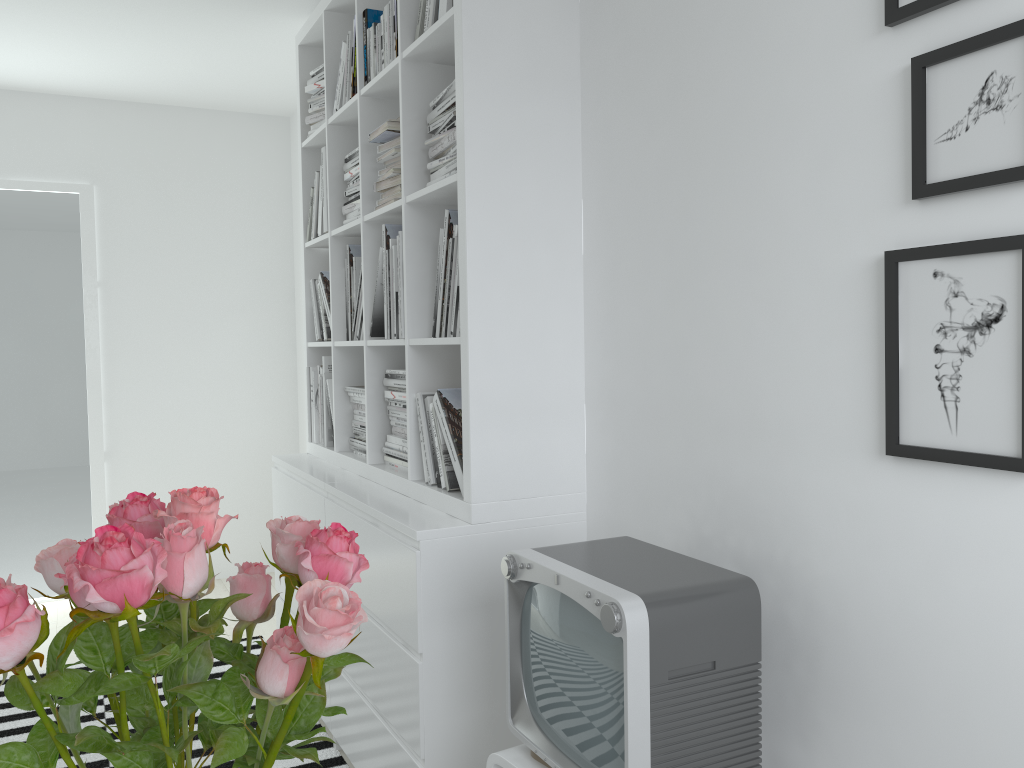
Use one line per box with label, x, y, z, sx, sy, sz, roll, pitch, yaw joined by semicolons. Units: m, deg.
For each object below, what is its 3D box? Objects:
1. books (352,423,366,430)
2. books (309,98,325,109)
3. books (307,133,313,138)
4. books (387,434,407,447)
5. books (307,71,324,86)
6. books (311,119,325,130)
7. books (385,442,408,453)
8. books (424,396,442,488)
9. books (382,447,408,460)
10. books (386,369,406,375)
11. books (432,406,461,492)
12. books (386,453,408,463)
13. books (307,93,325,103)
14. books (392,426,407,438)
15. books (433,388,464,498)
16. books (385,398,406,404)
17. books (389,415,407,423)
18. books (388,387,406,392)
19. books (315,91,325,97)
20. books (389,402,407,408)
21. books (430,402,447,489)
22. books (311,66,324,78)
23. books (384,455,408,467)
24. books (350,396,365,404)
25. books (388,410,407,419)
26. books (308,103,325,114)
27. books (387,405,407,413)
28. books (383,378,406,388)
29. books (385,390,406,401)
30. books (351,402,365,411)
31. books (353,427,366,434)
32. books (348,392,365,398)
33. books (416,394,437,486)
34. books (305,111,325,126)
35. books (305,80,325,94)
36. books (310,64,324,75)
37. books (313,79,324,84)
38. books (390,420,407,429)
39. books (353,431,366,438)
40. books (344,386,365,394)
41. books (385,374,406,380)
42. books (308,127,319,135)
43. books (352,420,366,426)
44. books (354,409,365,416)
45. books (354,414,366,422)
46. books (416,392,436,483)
books;-0.419;0.142;2.974;0.159;0.012;0.285;-2;3;-26
books;-0.607;-1.033;3.261;0.167;0.017;0.263;-3;4;-41
books;-0.605;-0.918;3.242;0.182;0.016;0.288;-3;3;-36
books;-0.243;0.167;2.619;0.174;0.021;0.273;-2;3;-26
books;-0.601;-1.124;3.244;0.176;0.025;0.331;-3;3;-36
books;-0.601;-0.953;3.253;0.174;0.021;0.273;-3;3;-36
books;-0.242;0.185;2.618;0.182;0.016;0.288;-2;3;-26
books;-0.138;0.146;2.324;0.152;0.232;0.104;-2;3;-26
books;-0.249;0.202;2.609;0.182;0.016;0.288;-2;3;-26
books;-0.254;-0.036;2.616;0.161;0.012;0.254;-2;3;-26
books;-0.109;0.158;2.263;0.161;0.213;0.118;-2;3;-26
books;-0.209;0.214;2.642;0.251;0.012;0.312;-2;3;-26
books;-0.610;-1.048;3.250;0.254;0.012;0.161;2;4;44
books;-0.220;0.143;2.607;0.180;0.028;0.296;-2;3;-26
books;-0.075;0.139;2.203;0.176;0.255;0.226;-2;3;-26
books;-0.259;0.048;2.624;0.161;0.013;0.256;-2;3;-26
books;-0.230;0.104;2.626;0.182;0.016;0.288;-2;3;-26
books;-0.248;0.014;2.621;0.161;0.013;0.254;-2;3;-26
books;-0.599;-1.060;3.244;0.159;0.012;0.285;-3;3;-36
books;-0.241;0.061;2.609;0.159;0.012;0.285;-2;3;-26
books;-0.121;0.154;2.300;0.161;0.218;0.101;-2;3;-26
books;-0.607;-1.143;3.234;0.159;0.012;0.285;-3;3;-31
books;-0.217;0.227;2.642;0.232;0.014;0.308;-2;3;-29
books;-0.418;0.052;2.965;0.174;0.021;0.273;-2;3;-26
books;-0.247;0.087;2.627;0.167;0.017;0.263;-2;3;-26
books;-0.590;-1.017;3.263;0.288;0.016;0.182;2;4;44
books;-0.251;0.073;2.617;0.161;0.012;0.254;-2;3;-26
books;-0.243;-0.004;2.609;0.176;0.025;0.331;-2;3;-26
books;-0.249;0.032;2.611;0.174;0.021;0.273;-2;3;-26
books;-0.412;0.075;2.991;0.180;0.028;0.296;-2;3;-26
books;-0.416;0.155;2.952;0.161;0.013;0.256;-2;3;-26
books;-0.420;0.034;2.965;0.182;0.016;0.288;-2;3;-26
books;-0.154;0.143;2.352;0.172;0.235;0.112;-2;3;-26
books;-0.598;-0.978;3.250;0.296;0.028;0.180;2;4;44
books;-0.607;-1.089;3.244;0.273;0.021;0.174;2;4;44
books;-0.614;-1.157;3.249;0.161;0.012;0.254;-3;3;-36
books;-0.608;-1.106;3.254;0.161;0.013;0.254;-3;4;-41
books;-0.225;0.120;2.617;0.182;0.016;0.288;-2;3;-26
books;-0.405;0.168;2.984;0.182;0.016;0.288;-2;3;-26
books;-0.432;0.018;2.965;0.182;0.016;0.288;-2;3;-26
books;-0.251;-0.023;2.601;0.159;0.012;0.285;-2;3;-26
books;-0.596;-0.934;3.255;0.182;0.016;0.288;-3;4;-41
books;-0.419;0.130;2.961;0.161;0.012;0.254;-2;3;-26
books;-0.401;0.097;2.971;0.182;0.016;0.288;-2;3;-26
books;-0.409;0.115;2.958;0.167;0.017;0.263;-2;3;-26
books;-0.164;0.139;2.395;0.172;0.239;0.093;-2;3;-26
